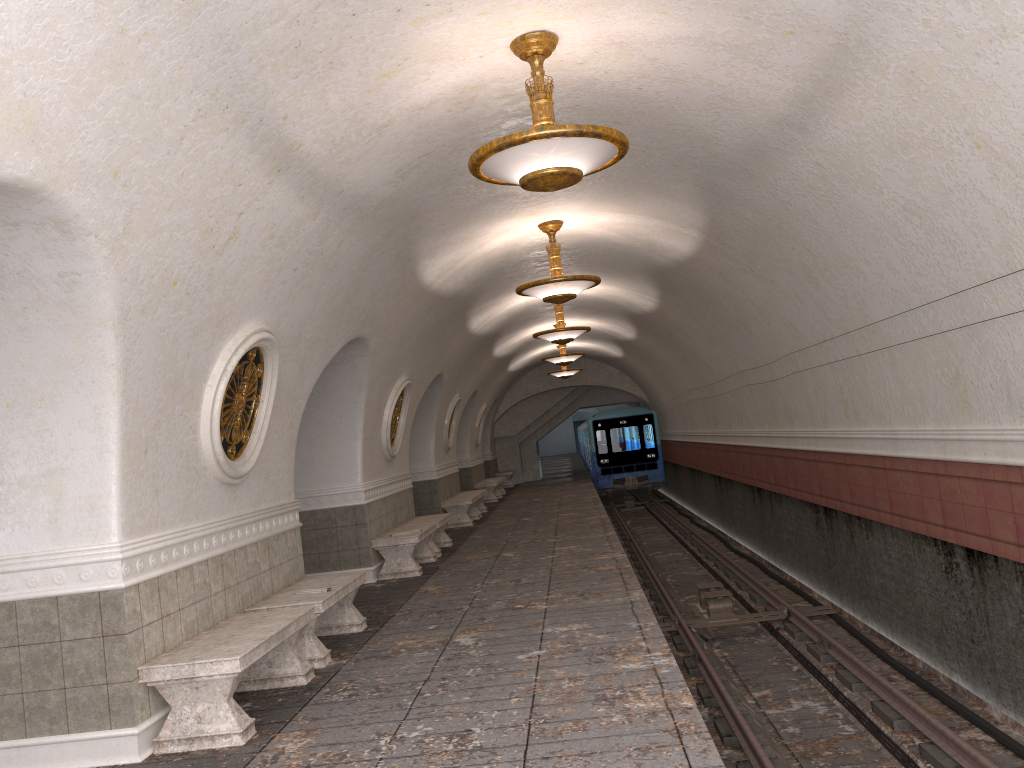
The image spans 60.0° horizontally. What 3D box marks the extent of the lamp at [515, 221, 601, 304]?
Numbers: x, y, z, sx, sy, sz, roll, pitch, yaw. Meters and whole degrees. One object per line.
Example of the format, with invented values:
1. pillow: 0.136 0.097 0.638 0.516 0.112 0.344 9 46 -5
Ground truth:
1. lamp: 0.509 -1.405 10.398 1.008 0.955 1.008 -6 -4 -13

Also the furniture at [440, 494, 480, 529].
1. furniture: -1.001 2.547 17.792 0.613 0.508 1.509 -7 -4 3

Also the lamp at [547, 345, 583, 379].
1. lamp: 1.443 -0.607 24.834 1.008 0.955 1.008 -4 -5 -41

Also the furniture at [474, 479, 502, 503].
1. furniture: -0.617 2.875 23.733 0.613 0.508 1.509 -7 -4 3

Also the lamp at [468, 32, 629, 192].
1. lamp: 0.196 -1.672 5.553 1.008 0.955 1.008 -6 -4 -13

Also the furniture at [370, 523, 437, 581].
1. furniture: -1.389 2.216 11.793 0.613 0.508 1.509 -7 -4 3

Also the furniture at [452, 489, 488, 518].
1. furniture: -0.893 2.640 19.468 0.613 0.508 1.509 -7 -4 3

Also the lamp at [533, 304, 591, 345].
1. lamp: 0.821 -1.139 15.211 1.008 0.955 1.008 -8 -4 19

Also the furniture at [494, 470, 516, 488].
1. furniture: -0.211 3.222 30.013 0.613 0.508 1.509 -7 -4 3

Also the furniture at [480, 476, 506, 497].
1. furniture: -0.509 2.968 25.409 0.613 0.508 1.509 -7 -4 3

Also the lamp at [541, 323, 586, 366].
1. lamp: 1.132 -0.873 20.021 1.008 0.955 1.008 -8 -4 19

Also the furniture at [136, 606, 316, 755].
1. furniture: -1.777 1.885 5.806 0.613 0.508 1.509 -7 -4 3

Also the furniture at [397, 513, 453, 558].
1. furniture: -1.281 2.308 13.469 0.613 0.508 1.509 -7 -4 3

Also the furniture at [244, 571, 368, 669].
1. furniture: -1.668 1.978 7.481 0.613 0.508 1.509 -7 -4 3
